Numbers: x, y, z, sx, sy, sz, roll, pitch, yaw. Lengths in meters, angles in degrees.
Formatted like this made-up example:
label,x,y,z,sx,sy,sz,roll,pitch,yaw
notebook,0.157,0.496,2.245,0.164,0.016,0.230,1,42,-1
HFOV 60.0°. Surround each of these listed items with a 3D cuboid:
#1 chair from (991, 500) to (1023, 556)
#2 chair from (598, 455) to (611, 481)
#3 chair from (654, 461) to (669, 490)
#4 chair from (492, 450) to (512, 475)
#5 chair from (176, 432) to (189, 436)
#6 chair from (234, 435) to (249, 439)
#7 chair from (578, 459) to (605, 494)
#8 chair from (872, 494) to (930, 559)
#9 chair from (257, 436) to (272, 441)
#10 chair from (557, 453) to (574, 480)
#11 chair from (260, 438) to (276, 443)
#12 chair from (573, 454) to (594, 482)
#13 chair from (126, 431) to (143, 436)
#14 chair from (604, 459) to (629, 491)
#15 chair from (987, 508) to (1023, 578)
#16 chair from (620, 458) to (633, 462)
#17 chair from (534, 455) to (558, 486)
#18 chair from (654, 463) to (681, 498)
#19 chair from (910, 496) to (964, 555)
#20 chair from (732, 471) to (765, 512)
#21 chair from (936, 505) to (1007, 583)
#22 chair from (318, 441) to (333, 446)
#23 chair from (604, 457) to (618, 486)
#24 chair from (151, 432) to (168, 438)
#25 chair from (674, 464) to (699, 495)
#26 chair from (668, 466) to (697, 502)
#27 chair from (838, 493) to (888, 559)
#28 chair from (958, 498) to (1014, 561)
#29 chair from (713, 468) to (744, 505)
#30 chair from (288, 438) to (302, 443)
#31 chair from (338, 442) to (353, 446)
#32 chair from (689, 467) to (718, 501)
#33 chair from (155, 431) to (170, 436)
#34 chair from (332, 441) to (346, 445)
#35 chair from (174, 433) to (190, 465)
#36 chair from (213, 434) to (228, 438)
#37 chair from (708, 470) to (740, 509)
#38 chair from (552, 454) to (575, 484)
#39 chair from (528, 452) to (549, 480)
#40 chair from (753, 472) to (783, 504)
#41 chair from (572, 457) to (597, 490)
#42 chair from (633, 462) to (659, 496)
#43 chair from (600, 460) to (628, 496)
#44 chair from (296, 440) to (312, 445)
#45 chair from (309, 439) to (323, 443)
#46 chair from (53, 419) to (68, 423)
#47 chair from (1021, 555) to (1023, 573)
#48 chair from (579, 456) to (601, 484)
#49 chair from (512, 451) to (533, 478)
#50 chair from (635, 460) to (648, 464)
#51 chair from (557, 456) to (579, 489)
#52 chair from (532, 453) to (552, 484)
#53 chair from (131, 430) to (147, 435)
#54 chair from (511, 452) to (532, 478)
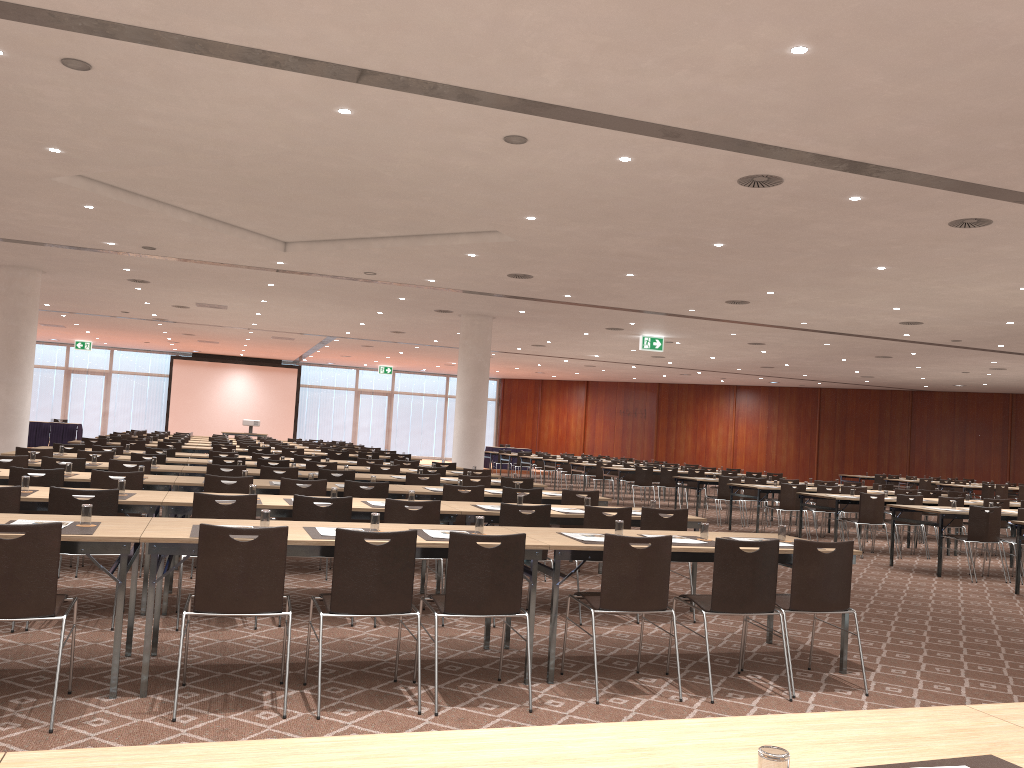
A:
label,x,y,z,sx,sy,sz,roll,pitch,yaw
chair,8.039,2.293,13.998,0.536,0.939,0.614,4,-3,-19
chair,3.097,2.942,30.783,0.536,0.939,0.614,4,-3,-19
chair,4.436,2.810,27.014,0.536,0.939,0.614,4,-3,-17
chair,-0.309,2.671,29.651,0.536,0.939,0.614,4,-3,-16
chair,-9.863,1.914,26.524,0.536,0.939,0.614,5,-3,-20
chair,-8.274,2.041,27.052,0.536,0.939,0.614,4,-3,-19
chair,2.187,2.517,24.245,0.536,0.939,0.614,5,-3,-21
chair,5.901,2.130,13.410,0.536,0.939,0.614,4,-3,-18
chair,-7.661,2.094,27.337,0.536,0.939,0.614,4,-3,-16
chair,1.841,2.842,30.365,0.536,0.939,0.614,5,-3,-21
chair,-7.011,2.022,25.365,0.536,0.939,0.614,4,-3,-16
chair,2.496,2.899,30.669,0.536,0.939,0.614,5,-3,-21
chair,-10.380,1.759,24.326,0.536,0.939,0.614,5,-3,-21
chair,3.180,2.719,26.745,0.536,0.939,0.614,4,-3,-17
chair,6.586,2.059,11.408,0.536,0.939,0.614,4,-3,-15
chair,3.659,2.876,29.011,0.536,0.939,0.614,4,-3,-16
chair,1.025,2.548,26.028,0.536,0.939,0.614,4,-3,-19
chair,4.392,2.688,24.892,0.536,0.939,0.614,4,-3,-16
chair,6.520,2.173,13.493,0.536,0.939,0.614,4,-3,-18
chair,5.639,2.549,21.093,0.536,0.939,0.614,4,-3,-19
chair,5.861,2.008,11.289,0.536,0.939,0.614,4,-3,-16
chair,-5.487,2.143,25.871,0.536,0.939,0.614,4,-3,-18
chair,3.129,2.826,28.687,0.536,0.939,0.614,4,-3,-19
chair,-9.743,1.805,24.457,0.536,0.939,0.614,4,-3,-19
chair,5.019,2.746,25.249,0.536,0.939,0.614,4,-3,-20
chair,4.419,2.571,22.795,0.536,0.939,0.614,4,-3,-20
chair,5.207,2.072,13.134,0.536,0.939,0.614,5,-3,-20
chair,7.393,2.246,13.861,0.536,0.939,0.614,4,-3,-18
chair,5.687,2.672,23.216,0.536,0.939,0.614,4,-3,-19
chair,-6.793,2.158,27.544,0.536,0.939,0.614,4,-3,-20
chair,-4.939,2.189,26.090,0.536,0.939,0.614,4,-3,-18
chair,5.032,2.628,23.146,0.536,0.939,0.614,4,-3,-17
chair,-10.435,1.873,26.414,0.536,0.939,0.614,4,-3,-17
chair,-5.512,2.260,27.970,0.536,0.939,0.614,4,-3,-16
chair,-9.204,1.850,24.672,0.536,0.939,0.614,4,-3,-16
chair,-8.868,1.995,26.891,0.536,0.939,0.614,4,-3,-18
chair,5.052,2.510,21.046,0.536,0.939,0.614,4,-3,-18
chair,1.671,2.710,28.202,0.536,0.939,0.614,4,-3,-20
chair,0.929,2.778,30.210,0.536,0.939,0.614,4,-3,-16
chair,6.224,2.600,21.373,0.536,0.939,0.614,4,-3,-15
chair,2.169,2.635,26.346,0.536,0.939,0.614,5,-3,-21
chair,3.776,2.644,24.773,0.536,0.939,0.614,4,-3,-17
chair,2.820,2.563,24.370,0.536,0.939,0.614,5,-3,-21
chair,-6.078,2.101,25.756,0.536,0.939,0.614,4,-3,-16
chair,-6.199,2.210,27.823,0.536,0.939,0.614,4,-3,-19
chair,-15.084,1.637,29.489,0.536,0.939,0.614,4,-3,-16
chair,7.165,2.109,11.678,0.536,0.939,0.614,4,-3,-19
chair,2.562,2.785,28.584,0.536,0.939,0.614,4,-3,-20
chair,0.393,2.732,29.970,0.536,0.939,0.614,5,-3,-20
chair,3.821,2.766,26.895,0.536,0.939,0.614,5,-3,-20
chair,1.631,2.587,26.082,0.536,0.939,0.614,4,-3,-17
chair,0.940,2.660,28.107,0.536,0.939,0.614,4,-3,-17
chair,-11.032,1.823,26.172,0.536,0.939,0.614,4,-3,-16
chair,0.313,2.606,27.836,0.536,0.939,0.614,4,-3,-16
